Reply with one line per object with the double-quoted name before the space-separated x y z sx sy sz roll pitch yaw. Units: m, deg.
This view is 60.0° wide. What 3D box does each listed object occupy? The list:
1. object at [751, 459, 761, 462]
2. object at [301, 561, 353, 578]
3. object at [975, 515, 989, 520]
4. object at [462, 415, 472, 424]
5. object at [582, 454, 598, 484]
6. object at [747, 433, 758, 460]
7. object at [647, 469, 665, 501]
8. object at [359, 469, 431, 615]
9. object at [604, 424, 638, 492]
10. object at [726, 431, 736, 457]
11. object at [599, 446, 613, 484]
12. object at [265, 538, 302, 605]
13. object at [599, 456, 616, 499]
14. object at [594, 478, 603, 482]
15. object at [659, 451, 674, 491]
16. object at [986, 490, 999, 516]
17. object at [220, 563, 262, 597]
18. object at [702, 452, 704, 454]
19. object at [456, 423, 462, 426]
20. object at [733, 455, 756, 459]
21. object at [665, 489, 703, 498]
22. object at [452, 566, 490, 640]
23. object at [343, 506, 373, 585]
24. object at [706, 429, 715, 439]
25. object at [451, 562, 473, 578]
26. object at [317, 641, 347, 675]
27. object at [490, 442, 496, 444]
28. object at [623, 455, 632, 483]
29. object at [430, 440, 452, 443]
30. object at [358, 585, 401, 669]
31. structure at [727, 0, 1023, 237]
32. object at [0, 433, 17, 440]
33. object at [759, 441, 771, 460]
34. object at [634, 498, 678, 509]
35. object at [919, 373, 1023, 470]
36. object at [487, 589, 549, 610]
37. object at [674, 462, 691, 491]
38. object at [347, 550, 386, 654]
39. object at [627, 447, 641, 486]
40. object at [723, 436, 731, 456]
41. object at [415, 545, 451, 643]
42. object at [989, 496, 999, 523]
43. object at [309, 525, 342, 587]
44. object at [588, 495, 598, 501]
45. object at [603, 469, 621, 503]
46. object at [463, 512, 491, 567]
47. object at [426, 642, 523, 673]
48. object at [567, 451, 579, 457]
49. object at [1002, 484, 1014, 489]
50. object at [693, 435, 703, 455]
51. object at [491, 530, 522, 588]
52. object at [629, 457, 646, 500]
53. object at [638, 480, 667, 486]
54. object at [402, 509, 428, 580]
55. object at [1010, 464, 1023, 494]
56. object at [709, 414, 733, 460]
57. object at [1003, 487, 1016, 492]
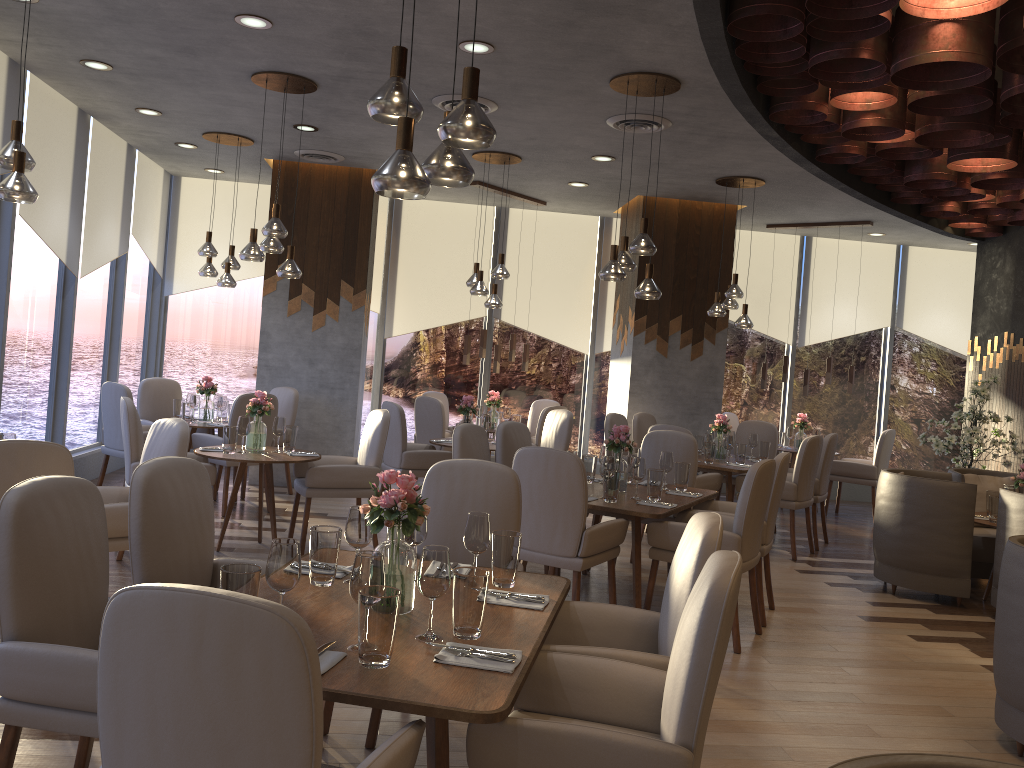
"object" 2.271 0.702 8.051 0.255 0.019 0.157 6 2 37
"object" -0.630 0.624 3.002 0.255 0.019 0.157 5 2 10
"object" 3.314 0.938 6.251 0.255 0.019 0.157 5 2 15
"object" -0.397 0.398 7.721 0.092 0.244 0.092 4 0 -13
"object" 0.499 0.552 5.748 0.102 0.178 0.102 5 0 43
"object" 2.228 0.582 8.209 0.092 0.244 0.092 4 0 -11
"object" 0.841 0.594 5.209 0.102 0.178 0.102 5 0 44
"object" -0.348 0.461 2.634 0.210 0.416 0.198 4 0 6
"object" 0.656 0.457 5.485 0.210 0.416 0.197 5 0 41
"object" 2.055 0.565 8.345 0.092 0.244 0.092 4 0 14
"object" 0.608 0.527 5.768 0.092 0.244 0.092 4 0 -44
"object" -0.602 0.532 2.323 0.092 0.244 0.092 4 0 -16
"object" 0.549 0.541 5.122 0.092 0.244 0.092 4 0 9
"object" 0.519 0.629 5.912 0.255 0.019 0.157 5 2 27
"object" 0.990 0.558 5.706 0.092 0.244 0.092 4 0 -20
"object" 3.484 0.866 6.413 0.102 0.178 0.102 4 0 19
"object" -0.701 0.559 2.273 0.102 0.178 0.102 4 0 16
"object" 1.797 0.654 8.488 0.255 0.019 0.157 6 2 36
"object" -0.439 0.430 7.618 0.102 0.178 0.102 4 0 -26
"object" 2.200 0.687 8.407 0.157 0.019 0.255 5 2 34
"object" 1.059 0.680 5.559 0.255 0.019 0.157 5 2 28
"object" -0.117 0.600 2.422 0.102 0.178 0.102 5 0 27
"object" -0.502 0.524 2.887 0.092 0.244 0.092 4 0 29
"object" 1.861 0.550 8.332 0.092 0.244 0.092 4 0 -29
"object" -0.232 0.651 3.109 0.157 0.019 0.255 5 2 7
"object" -0.499 0.658 2.138 0.157 0.019 0.255 5 2 12
"object" -0.073 0.530 7.906 0.255 0.019 0.157 3 2 -31
"object" 0.772 0.568 5.919 0.102 0.178 0.102 5 0 40
"object" -0.571 0.497 7.726 0.255 0.019 0.157 3 2 -32
"object" -0.327 0.591 2.153 0.102 0.178 0.102 4 0 -12
"structure" 2.363 -1.561 3.665 2.757 0.557 9.447 5 2 24
"object" -2.342 0.352 4.097 0.092 0.244 0.092 4 0 -12
"object" 2.334 0.623 8.208 0.102 0.178 0.102 4 0 -26
"object" 0.804 0.676 5.045 0.255 0.019 0.157 5 2 28
"object" 3.806 0.705 7.404 0.746 1.616 0.788 4 0 0
"object" -0.010 0.676 2.822 0.255 0.019 0.157 5 2 11
"object" 1.096 0.599 5.723 0.102 0.178 0.102 4 0 -6
"object" -0.370 0.552 2.253 0.092 0.244 0.092 4 0 15
"object" 0.798 0.540 5.812 0.092 0.244 0.092 4 0 -40
"object" 2.047 0.594 8.454 0.102 0.178 0.102 5 0 30
"object" -0.212 0.561 2.374 0.092 0.244 0.092 4 0 -37
"object" 3.326 0.864 6.085 0.102 0.178 0.102 5 0 41
"object" -0.601 0.551 2.837 0.102 0.178 0.102 4 0 16
"object" 0.393 0.644 5.048 0.157 0.019 0.255 5 2 29
"object" 0.561 0.578 5.014 0.102 0.178 0.102 5 0 35
"object" -0.118 0.552 2.940 0.092 0.244 0.092 4 0 14
"object" -0.104 0.685 2.256 0.255 0.019 0.157 5 2 11
"object" 0.348 0.522 5.257 0.092 0.244 0.092 4 0 7
"object" 3.531 0.840 6.313 0.092 0.244 0.092 4 0 -29
"object" 1.750 0.574 8.331 0.102 0.178 0.102 5 0 42
"object" -0.023 0.591 2.988 0.102 0.178 0.102 4 0 -33
"object" 0.736 0.553 5.193 0.092 0.244 0.092 4 0 -14
"object" 0.931 0.661 5.898 0.157 0.019 0.255 5 2 24
"object" -0.333 0.534 2.985 0.092 0.244 0.092 4 0 10
"object" 3.594 0.763 6.175 0.197 0.416 0.210 4 0 -29
"object" 1.894 0.478 8.050 0.197 0.416 0.210 4 0 -29
"object" 3.430 0.837 6.125 0.092 0.244 0.092 4 0 -33
